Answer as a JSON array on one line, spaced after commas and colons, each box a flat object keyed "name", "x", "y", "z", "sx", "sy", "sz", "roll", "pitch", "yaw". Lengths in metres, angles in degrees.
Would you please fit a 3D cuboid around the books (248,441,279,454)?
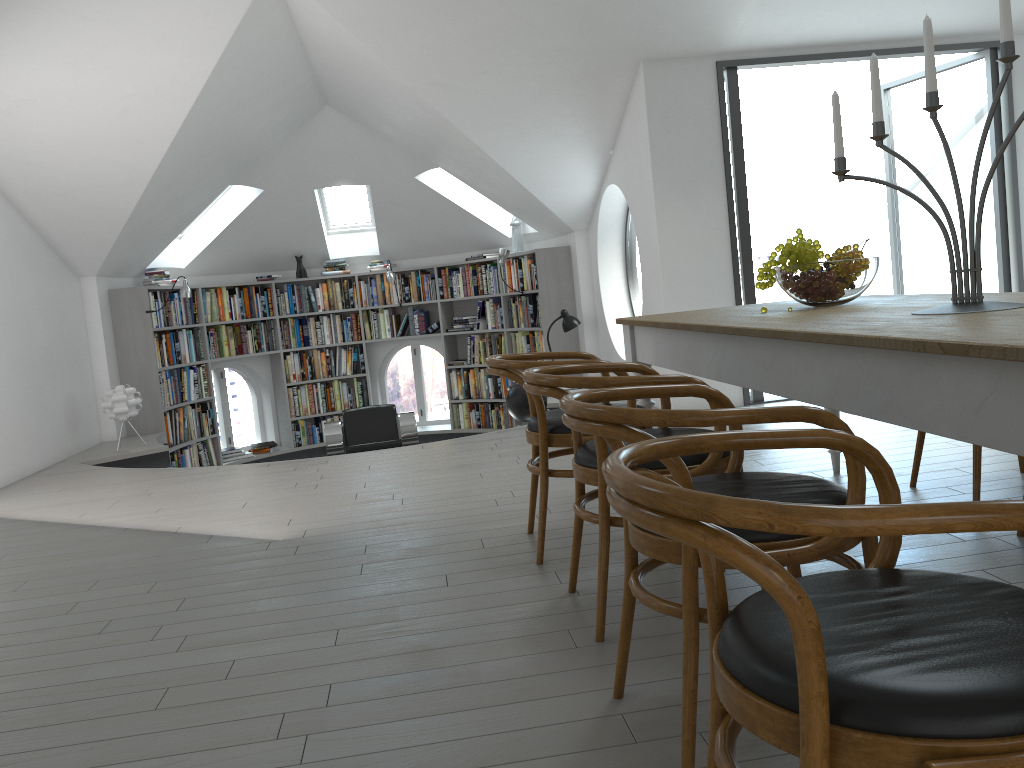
[{"name": "books", "x": -2.756, "y": 0.711, "z": 9.848, "sx": 0.318, "sy": 0.099, "sz": 0.292, "roll": -6, "pitch": 6, "yaw": -5}]

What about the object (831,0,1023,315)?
[{"name": "object", "x": 1.149, "y": -0.615, "z": 2.147, "sx": 0.266, "sy": 0.873, "sz": 0.775, "roll": -8, "pitch": 6, "yaw": -32}]

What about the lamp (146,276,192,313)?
[{"name": "lamp", "x": -3.201, "y": -0.836, "z": 8.255, "sx": 0.414, "sy": 0.311, "sz": 0.117, "roll": -7, "pitch": 4, "yaw": -10}]

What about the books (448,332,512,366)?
[{"name": "books", "x": -0.284, "y": -0.401, "z": 9.894, "sx": 0.973, "sy": 0.351, "sz": 0.252, "roll": -2, "pitch": 6, "yaw": 36}]

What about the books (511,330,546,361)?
[{"name": "books", "x": 0.299, "y": -0.382, "z": 9.159, "sx": 0.276, "sy": 0.347, "sz": 1.022, "roll": -8, "pitch": 6, "yaw": -21}]

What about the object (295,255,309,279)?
[{"name": "object", "x": -2.388, "y": -1.326, "z": 10.061, "sx": 0.147, "sy": 0.264, "sz": 0.202, "roll": -7, "pitch": 5, "yaw": -10}]

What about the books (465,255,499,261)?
[{"name": "books", "x": -0.287, "y": -1.400, "z": 9.838, "sx": 0.317, "sy": 0.036, "sz": 0.336, "roll": -11, "pitch": 8, "yaw": -44}]

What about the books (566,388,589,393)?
[{"name": "books", "x": 0.497, "y": 0.054, "z": 8.196, "sx": 0.365, "sy": 0.042, "sz": 0.389, "roll": -6, "pitch": 6, "yaw": -6}]

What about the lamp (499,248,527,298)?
[{"name": "lamp", "x": 0.016, "y": -1.131, "z": 9.013, "sx": 0.275, "sy": 0.524, "sz": 0.112, "roll": -7, "pitch": 4, "yaw": -16}]

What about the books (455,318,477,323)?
[{"name": "books", "x": -0.498, "y": -0.726, "z": 10.080, "sx": 0.226, "sy": 0.036, "sz": 0.214, "roll": 0, "pitch": 8, "yaw": 43}]

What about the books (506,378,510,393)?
[{"name": "books", "x": 0.297, "y": -0.006, "z": 9.244, "sx": 0.304, "sy": 0.358, "sz": 1.185, "roll": -8, "pitch": 6, "yaw": -25}]

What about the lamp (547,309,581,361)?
[{"name": "lamp", "x": 0.492, "y": -0.358, "z": 8.165, "sx": 0.322, "sy": 0.659, "sz": 0.234, "roll": -5, "pitch": 4, "yaw": 9}]

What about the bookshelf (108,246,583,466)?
[{"name": "bookshelf", "x": -1.603, "y": -0.268, "z": 9.485, "sx": 4.334, "sy": 1.876, "sz": 2.113, "roll": -6, "pitch": 5, "yaw": -6}]

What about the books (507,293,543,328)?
[{"name": "books", "x": 0.252, "y": -0.763, "z": 9.134, "sx": 0.280, "sy": 0.357, "sz": 1.053, "roll": -8, "pitch": 6, "yaw": -21}]

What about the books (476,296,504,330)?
[{"name": "books", "x": -0.148, "y": -0.787, "z": 9.773, "sx": 0.553, "sy": 0.350, "sz": 0.256, "roll": -1, "pitch": 6, "yaw": 40}]

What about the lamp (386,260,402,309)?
[{"name": "lamp", "x": -1.339, "y": -1.114, "z": 9.987, "sx": 0.113, "sy": 0.565, "sz": 0.358, "roll": -6, "pitch": 5, "yaw": 1}]

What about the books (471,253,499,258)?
[{"name": "books", "x": -0.290, "y": -1.428, "z": 9.836, "sx": 0.233, "sy": 0.027, "sz": 0.247, "roll": -10, "pitch": 7, "yaw": -34}]

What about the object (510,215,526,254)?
[{"name": "object", "x": 0.047, "y": -1.598, "z": 9.297, "sx": 0.179, "sy": 0.471, "sz": 0.179, "roll": -6, "pitch": 4, "yaw": 3}]

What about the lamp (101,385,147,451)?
[{"name": "lamp", "x": -3.217, "y": 0.272, "z": 7.346, "sx": 0.306, "sy": 0.524, "sz": 0.306, "roll": -7, "pitch": 5, "yaw": -18}]

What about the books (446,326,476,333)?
[{"name": "books", "x": -0.488, "y": -0.632, "z": 10.087, "sx": 0.388, "sy": 0.042, "sz": 0.366, "roll": -2, "pitch": 7, "yaw": 33}]

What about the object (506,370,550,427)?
[{"name": "object", "x": 0.110, "y": 0.121, "z": 7.077, "sx": 0.320, "sy": 0.561, "sz": 0.321, "roll": -9, "pitch": 5, "yaw": -33}]

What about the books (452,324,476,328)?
[{"name": "books", "x": -0.491, "y": -0.665, "z": 10.085, "sx": 0.285, "sy": 0.031, "sz": 0.270, "roll": -3, "pitch": 7, "yaw": 28}]

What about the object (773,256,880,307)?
[{"name": "object", "x": 1.117, "y": -0.354, "z": 3.145, "sx": 0.360, "sy": 0.159, "sz": 0.360, "roll": -8, "pitch": 6, "yaw": -26}]

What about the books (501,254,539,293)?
[{"name": "books", "x": 0.211, "y": -1.144, "z": 9.118, "sx": 0.293, "sy": 0.361, "sz": 1.015, "roll": -8, "pitch": 6, "yaw": -24}]

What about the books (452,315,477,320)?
[{"name": "books", "x": -0.501, "y": -0.758, "z": 10.078, "sx": 0.269, "sy": 0.031, "sz": 0.286, "roll": -9, "pitch": 6, "yaw": -26}]

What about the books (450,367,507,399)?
[{"name": "books", "x": -0.308, "y": -0.022, "z": 9.980, "sx": 0.871, "sy": 0.350, "sz": 0.273, "roll": -2, "pitch": 6, "yaw": 35}]

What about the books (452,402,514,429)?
[{"name": "books", "x": -0.080, "y": 0.342, "z": 9.794, "sx": 0.360, "sy": 0.310, "sz": 1.496, "roll": -11, "pitch": 8, "yaw": -44}]

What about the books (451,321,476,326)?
[{"name": "books", "x": -0.495, "y": -0.695, "z": 10.083, "sx": 0.285, "sy": 0.031, "sz": 0.270, "roll": 0, "pitch": 8, "yaw": 43}]

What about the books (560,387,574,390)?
[{"name": "books", "x": 0.493, "y": 0.018, "z": 8.194, "sx": 0.286, "sy": 0.034, "sz": 0.305, "roll": -7, "pitch": 6, "yaw": -16}]

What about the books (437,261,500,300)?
[{"name": "books", "x": -0.407, "y": -1.164, "z": 9.890, "sx": 0.969, "sy": 0.367, "sz": 0.307, "roll": -2, "pitch": 6, "yaw": 37}]

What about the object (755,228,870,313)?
[{"name": "object", "x": 1.084, "y": -0.415, "z": 3.152, "sx": 0.395, "sy": 0.284, "sz": 0.292, "roll": -10, "pitch": 7, "yaw": -42}]

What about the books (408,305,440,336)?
[{"name": "books", "x": -0.968, "y": -0.745, "z": 10.214, "sx": 0.399, "sy": 0.340, "sz": 0.225, "roll": -5, "pitch": 5, "yaw": 14}]
